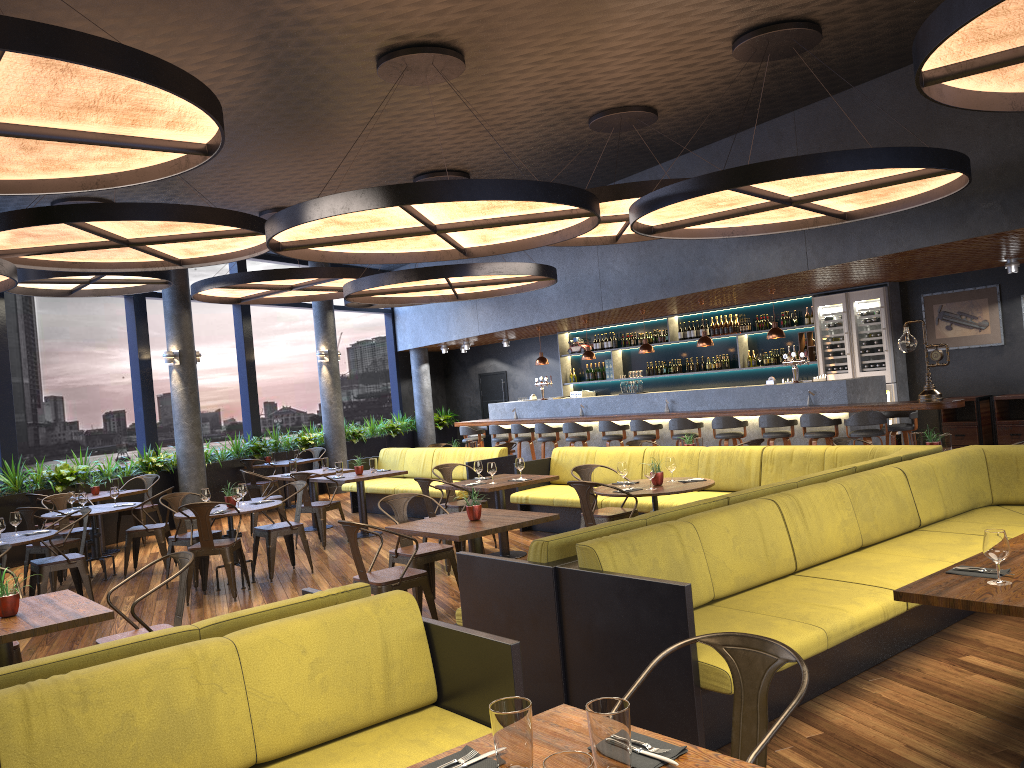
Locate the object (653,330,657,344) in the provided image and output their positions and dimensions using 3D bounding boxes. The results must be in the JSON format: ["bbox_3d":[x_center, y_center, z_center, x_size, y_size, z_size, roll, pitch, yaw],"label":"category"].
[{"bbox_3d":[2.597,-0.860,16.181,0.063,0.254,0.063,-5,0,8],"label":"object"}]

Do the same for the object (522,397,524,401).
[{"bbox_3d":[0.209,0.290,17.064,0.042,0.059,0.042,-5,0,-42],"label":"object"}]

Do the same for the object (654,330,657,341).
[{"bbox_3d":[2.638,-0.864,16.309,0.063,0.254,0.063,-5,0,-32],"label":"object"}]

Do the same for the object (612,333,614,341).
[{"bbox_3d":[1.959,-0.831,17.066,0.085,0.310,0.086,-5,0,1],"label":"object"}]

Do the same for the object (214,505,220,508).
[{"bbox_3d":[-3.002,1.217,8.782,0.255,0.019,0.157,-5,0,29],"label":"object"}]

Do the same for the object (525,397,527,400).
[{"bbox_3d":[0.276,0.284,17.139,0.042,0.059,0.042,-5,0,-42],"label":"object"}]

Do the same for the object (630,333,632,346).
[{"bbox_3d":[2.250,-0.829,16.731,0.063,0.254,0.063,-5,0,23],"label":"object"}]

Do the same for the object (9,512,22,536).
[{"bbox_3d":[-4.433,1.248,7.920,0.097,0.206,0.097,-5,0,40],"label":"object"}]

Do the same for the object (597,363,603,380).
[{"bbox_3d":[1.711,-0.243,17.311,0.094,0.340,0.094,-5,0,0],"label":"object"}]

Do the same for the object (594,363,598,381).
[{"bbox_3d":[1.665,-0.238,17.512,0.094,0.340,0.094,-5,0,-17],"label":"object"}]

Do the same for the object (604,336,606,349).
[{"bbox_3d":[1.826,-0.819,17.220,0.085,0.310,0.086,-5,0,-12],"label":"object"}]

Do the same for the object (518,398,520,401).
[{"bbox_3d":[0.132,0.297,17.013,0.042,0.059,0.042,-5,0,-42],"label":"object"}]

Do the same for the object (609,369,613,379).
[{"bbox_3d":[1.942,-0.189,17.054,0.080,0.192,0.098,-5,0,-40],"label":"object"}]

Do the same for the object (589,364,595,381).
[{"bbox_3d":[1.569,-0.230,17.466,0.094,0.340,0.094,-5,0,-26],"label":"object"}]

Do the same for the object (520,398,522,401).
[{"bbox_3d":[0.168,0.293,17.043,0.042,0.059,0.042,-5,0,-42],"label":"object"}]

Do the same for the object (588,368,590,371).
[{"bbox_3d":[1.517,-0.225,17.660,0.094,0.340,0.094,-5,0,-4],"label":"object"}]

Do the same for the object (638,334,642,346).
[{"bbox_3d":[2.368,-0.821,16.410,0.068,0.217,0.068,-5,0,40],"label":"object"}]

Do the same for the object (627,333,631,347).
[{"bbox_3d":[2.194,-0.824,16.669,0.063,0.254,0.063,-5,0,23],"label":"object"}]

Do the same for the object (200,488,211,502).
[{"bbox_3d":[-2.973,1.120,8.612,0.097,0.206,0.097,-5,0,2],"label":"object"}]

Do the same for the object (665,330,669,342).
[{"bbox_3d":[2.793,-0.864,15.938,0.088,0.224,0.088,-5,0,-25],"label":"object"}]

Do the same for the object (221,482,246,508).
[{"bbox_3d":[-2.733,1.063,8.623,0.260,0.271,0.238,-5,0,-1],"label":"object"}]

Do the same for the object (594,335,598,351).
[{"bbox_3d":[1.633,-0.801,17.312,0.085,0.310,0.086,-5,0,-6],"label":"object"}]

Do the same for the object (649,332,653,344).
[{"bbox_3d":[2.567,-0.842,16.378,0.088,0.224,0.088,-5,0,45],"label":"object"}]

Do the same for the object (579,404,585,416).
[{"bbox_3d":[1.165,0.428,14.807,0.114,0.203,0.069,-5,0,11],"label":"object"}]

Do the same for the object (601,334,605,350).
[{"bbox_3d":[1.765,-0.813,17.296,0.085,0.310,0.086,-5,0,-29],"label":"object"}]

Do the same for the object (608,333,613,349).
[{"bbox_3d":[1.886,-0.825,17.006,0.085,0.310,0.086,-5,0,-6],"label":"object"}]

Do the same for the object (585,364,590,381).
[{"bbox_3d":[1.496,-0.223,17.534,0.094,0.340,0.094,-5,0,-17],"label":"object"}]

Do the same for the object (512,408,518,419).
[{"bbox_3d":[0.052,0.530,16.137,0.114,0.203,0.069,-5,0,8],"label":"object"}]

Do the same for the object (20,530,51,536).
[{"bbox_3d":[-4.253,1.326,7.896,0.255,0.019,0.157,-5,0,-41],"label":"object"}]

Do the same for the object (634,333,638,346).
[{"bbox_3d":[2.321,-0.835,16.659,0.063,0.254,0.063,-5,0,-2],"label":"object"}]

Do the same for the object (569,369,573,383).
[{"bbox_3d":[1.201,-0.164,18.021,0.079,0.281,0.079,-5,0,-21],"label":"object"}]

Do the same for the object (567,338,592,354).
[{"bbox_3d":[1.338,-0.777,17.776,0.229,0.319,0.579,-5,0,-40],"label":"object"}]

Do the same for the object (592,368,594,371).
[{"bbox_3d":[1.589,-0.231,17.581,0.094,0.340,0.094,-5,0,-34],"label":"object"}]

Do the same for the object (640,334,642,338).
[{"bbox_3d":[2.413,-0.825,16.543,0.068,0.217,0.068,-5,0,-35],"label":"object"}]

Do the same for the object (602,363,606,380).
[{"bbox_3d":[1.805,-0.251,17.359,0.094,0.340,0.094,-5,0,-17],"label":"object"}]

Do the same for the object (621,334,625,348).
[{"bbox_3d":[2.099,-0.815,16.740,0.063,0.254,0.063,-5,0,33],"label":"object"}]

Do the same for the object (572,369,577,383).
[{"bbox_3d":[1.261,-0.169,17.953,0.079,0.281,0.079,-5,0,-36],"label":"object"}]

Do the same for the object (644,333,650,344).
[{"bbox_3d":[2.480,-0.835,16.317,0.088,0.224,0.088,-5,0,45],"label":"object"}]

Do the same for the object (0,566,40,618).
[{"bbox_3d":[-2.543,1.035,4.469,0.260,0.271,0.238,-5,0,-1],"label":"object"}]

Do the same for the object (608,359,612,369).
[{"bbox_3d":[1.925,-0.380,17.054,0.080,0.192,0.098,-5,0,-40],"label":"object"}]

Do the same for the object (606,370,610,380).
[{"bbox_3d":[1.878,-0.183,17.131,0.080,0.192,0.098,-5,0,-40],"label":"object"}]

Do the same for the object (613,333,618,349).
[{"bbox_3d":[1.965,-0.814,16.919,0.083,0.301,0.083,-5,0,-32],"label":"object"}]

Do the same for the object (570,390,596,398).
[{"bbox_3d":[1.356,0.403,17.617,0.550,0.569,0.355,-5,0,-40],"label":"object"}]

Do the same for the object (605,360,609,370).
[{"bbox_3d":[1.862,-0.375,17.133,0.080,0.192,0.098,-5,0,-40],"label":"object"}]

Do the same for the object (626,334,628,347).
[{"bbox_3d":[2.189,-0.823,16.800,0.063,0.254,0.063,-5,0,28],"label":"object"}]

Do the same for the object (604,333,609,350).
[{"bbox_3d":[1.822,-0.819,17.086,0.085,0.310,0.086,-5,0,-21],"label":"object"}]

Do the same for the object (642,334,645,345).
[{"bbox_3d":[2.445,-0.828,16.462,0.068,0.217,0.068,-5,0,-20],"label":"object"}]

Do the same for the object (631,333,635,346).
[{"bbox_3d":[2.259,-0.830,16.562,0.063,0.254,0.063,-5,0,-22],"label":"object"}]

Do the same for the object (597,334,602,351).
[{"bbox_3d":[1.690,-0.807,17.239,0.085,0.310,0.086,-5,0,-12],"label":"object"}]

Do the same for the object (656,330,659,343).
[{"bbox_3d":[2.673,-0.867,16.228,0.063,0.254,0.063,-5,0,-12],"label":"object"}]

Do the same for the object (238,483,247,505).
[{"bbox_3d":[-2.679,1.094,8.820,0.097,0.206,0.097,-5,0,22],"label":"object"}]
